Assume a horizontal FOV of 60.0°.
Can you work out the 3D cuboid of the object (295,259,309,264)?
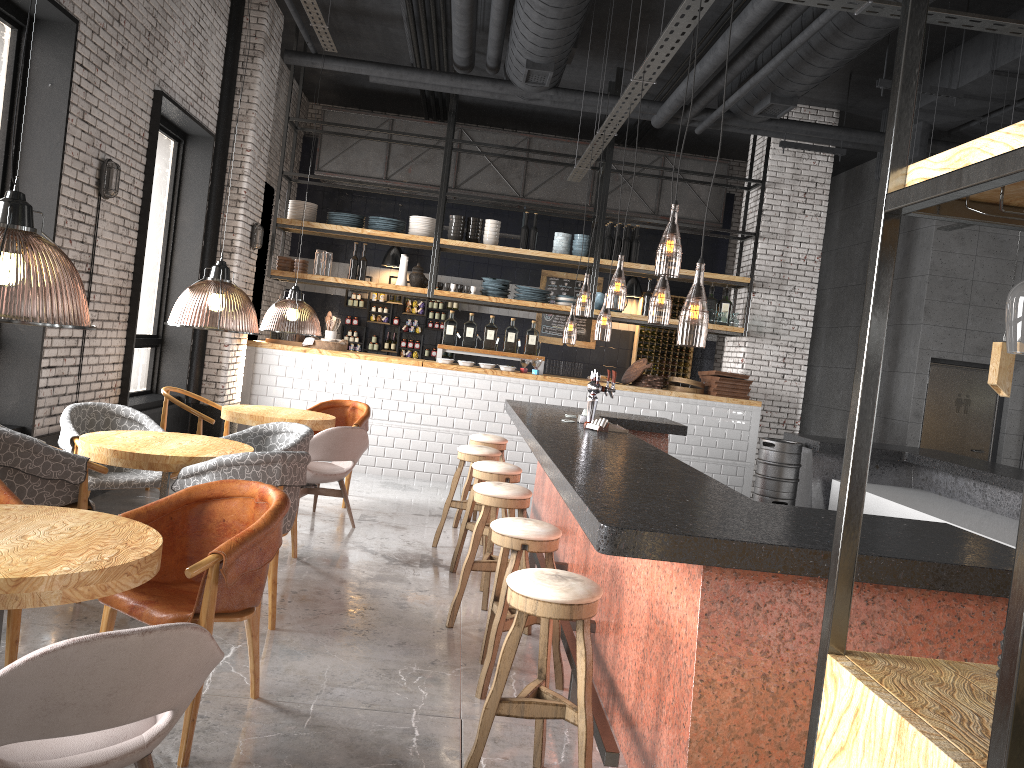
[{"bbox_3d":[-2.513,-1.453,10.570,0.157,0.053,0.168,7,2,1],"label":"object"}]

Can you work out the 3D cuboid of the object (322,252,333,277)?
[{"bbox_3d":[-2.188,-1.407,10.480,0.118,0.293,0.169,7,1,2],"label":"object"}]

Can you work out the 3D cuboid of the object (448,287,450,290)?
[{"bbox_3d":[-0.784,-1.149,10.667,0.072,0.097,0.072,8,2,28],"label":"object"}]

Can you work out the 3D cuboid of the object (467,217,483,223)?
[{"bbox_3d":[-0.445,-1.938,10.658,0.196,0.103,0.197,6,2,-28],"label":"object"}]

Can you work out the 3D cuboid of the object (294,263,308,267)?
[{"bbox_3d":[-2.518,-1.412,10.571,0.157,0.053,0.168,7,2,1],"label":"object"}]

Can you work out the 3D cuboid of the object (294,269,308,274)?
[{"bbox_3d":[-2.527,-1.331,10.573,0.157,0.053,0.168,7,2,1],"label":"object"}]

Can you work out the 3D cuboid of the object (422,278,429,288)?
[{"bbox_3d":[-1.113,-1.252,10.771,0.203,0.213,0.203,8,2,34],"label":"object"}]

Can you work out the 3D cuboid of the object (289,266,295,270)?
[{"bbox_3d":[-2.678,-1.399,10.670,0.157,0.053,0.168,7,2,-4],"label":"object"}]

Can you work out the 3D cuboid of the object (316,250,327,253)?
[{"bbox_3d":[-2.285,-1.439,10.619,0.126,0.313,0.179,8,2,29],"label":"object"}]

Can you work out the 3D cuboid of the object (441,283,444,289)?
[{"bbox_3d":[-0.854,-1.152,10.546,0.072,0.097,0.072,7,2,-4],"label":"object"}]

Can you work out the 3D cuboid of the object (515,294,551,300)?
[{"bbox_3d":[0.244,-1.043,10.715,0.454,0.050,0.454,8,2,17],"label":"object"}]

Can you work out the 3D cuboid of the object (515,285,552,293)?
[{"bbox_3d":[0.256,-1.137,10.713,0.453,0.062,0.454,7,2,12],"label":"object"}]

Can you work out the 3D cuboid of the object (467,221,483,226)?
[{"bbox_3d":[-0.451,-1.894,10.655,0.196,0.102,0.196,7,2,-10],"label":"object"}]

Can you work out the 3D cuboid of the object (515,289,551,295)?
[{"bbox_3d":[0.251,-1.113,10.712,0.454,0.048,0.453,8,3,23],"label":"object"}]

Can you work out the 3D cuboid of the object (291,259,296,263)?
[{"bbox_3d":[-2.669,-1.476,10.669,0.157,0.053,0.168,7,2,-4],"label":"object"}]

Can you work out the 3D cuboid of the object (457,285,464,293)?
[{"bbox_3d":[-0.612,-1.119,10.443,0.072,0.097,0.072,7,2,17],"label":"object"}]

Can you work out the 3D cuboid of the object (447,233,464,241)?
[{"bbox_3d":[-0.682,-1.743,10.649,0.196,0.102,0.196,7,2,9],"label":"object"}]

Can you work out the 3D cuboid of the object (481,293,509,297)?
[{"bbox_3d":[-0.208,-1.063,10.687,0.334,0.046,0.335,6,2,-18],"label":"object"}]

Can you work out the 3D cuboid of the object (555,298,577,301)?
[{"bbox_3d":[0.655,-1.014,10.739,0.263,0.028,0.263,8,3,24],"label":"object"}]

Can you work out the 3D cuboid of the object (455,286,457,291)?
[{"bbox_3d":[-0.713,-1.145,10.789,0.072,0.097,0.072,6,2,-15],"label":"object"}]

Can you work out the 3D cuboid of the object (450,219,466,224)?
[{"bbox_3d":[-0.655,-1.918,10.641,0.196,0.107,0.196,8,2,25],"label":"object"}]

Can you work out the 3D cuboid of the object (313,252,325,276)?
[{"bbox_3d":[-2.250,-1.399,10.369,0.107,0.264,0.152,7,2,24],"label":"object"}]

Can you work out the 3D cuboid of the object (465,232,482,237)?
[{"bbox_3d":[-0.467,-1.762,10.660,0.196,0.101,0.196,7,2,16],"label":"object"}]

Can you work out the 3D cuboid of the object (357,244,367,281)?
[{"bbox_3d":[-1.802,-1.462,10.734,0.098,0.471,0.098,6,1,-26],"label":"object"}]

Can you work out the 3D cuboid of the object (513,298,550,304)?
[{"bbox_3d":[0.237,-0.995,10.716,0.454,0.033,0.454,6,2,-21],"label":"object"}]

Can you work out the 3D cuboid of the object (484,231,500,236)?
[{"bbox_3d":[-0.248,-1.781,10.668,0.197,0.104,0.196,8,2,32],"label":"object"}]

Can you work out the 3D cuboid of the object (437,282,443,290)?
[{"bbox_3d":[-0.848,-1.147,10.429,0.072,0.097,0.072,7,2,19],"label":"object"}]

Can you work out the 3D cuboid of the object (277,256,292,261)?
[{"bbox_3d":[-2.670,-1.465,10.413,0.157,0.053,0.168,7,2,-4],"label":"object"}]

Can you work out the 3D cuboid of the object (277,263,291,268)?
[{"bbox_3d":[-2.679,-1.388,10.415,0.157,0.053,0.168,7,2,-4],"label":"object"}]

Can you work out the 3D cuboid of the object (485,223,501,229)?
[{"bbox_3d":[-0.238,-1.868,10.669,0.196,0.100,0.197,7,2,-7],"label":"object"}]

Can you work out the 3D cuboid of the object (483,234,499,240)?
[{"bbox_3d":[-0.256,-1.737,10.669,0.196,0.104,0.197,6,2,-28],"label":"object"}]

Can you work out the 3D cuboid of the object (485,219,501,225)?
[{"bbox_3d":[-0.233,-1.913,10.671,0.196,0.103,0.197,6,2,-26],"label":"object"}]

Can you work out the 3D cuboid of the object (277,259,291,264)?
[{"bbox_3d":[-2.675,-1.424,10.414,0.157,0.053,0.168,7,2,-4],"label":"object"}]

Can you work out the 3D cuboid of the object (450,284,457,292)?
[{"bbox_3d":[-0.693,-1.129,10.438,0.072,0.097,0.072,8,2,36],"label":"object"}]

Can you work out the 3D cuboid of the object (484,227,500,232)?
[{"bbox_3d":[-0.246,-1.825,10.673,0.196,0.103,0.196,7,2,13],"label":"object"}]

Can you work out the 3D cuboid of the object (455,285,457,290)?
[{"bbox_3d":[-0.700,-1.134,10.555,0.072,0.097,0.072,7,2,-2],"label":"object"}]

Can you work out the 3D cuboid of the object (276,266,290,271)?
[{"bbox_3d":[-2.684,-1.344,10.416,0.157,0.053,0.168,7,2,-4],"label":"object"}]

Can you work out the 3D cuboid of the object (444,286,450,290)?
[{"bbox_3d":[-0.778,-1.143,10.550,0.072,0.097,0.072,6,2,-17],"label":"object"}]

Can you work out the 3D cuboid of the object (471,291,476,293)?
[{"bbox_3d":[-0.464,-1.106,10.569,0.072,0.097,0.072,7,2,0],"label":"object"}]

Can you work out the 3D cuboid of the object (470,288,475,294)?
[{"bbox_3d":[-0.477,-1.117,10.803,0.072,0.097,0.072,7,2,-3],"label":"object"}]

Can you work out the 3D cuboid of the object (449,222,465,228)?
[{"bbox_3d":[-0.666,-1.874,10.645,0.196,0.100,0.197,5,3,-38],"label":"object"}]

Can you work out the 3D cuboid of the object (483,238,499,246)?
[{"bbox_3d":[-0.259,-1.693,10.669,0.196,0.105,0.196,6,2,-26],"label":"object"}]

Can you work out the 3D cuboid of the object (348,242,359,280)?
[{"bbox_3d":[-1.909,-1.475,10.728,0.098,0.471,0.098,6,1,-26],"label":"object"}]

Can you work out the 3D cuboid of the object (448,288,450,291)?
[{"bbox_3d":[-0.791,-1.154,10.784,0.072,0.097,0.072,7,2,15],"label":"object"}]

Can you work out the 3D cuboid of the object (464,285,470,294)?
[{"bbox_3d":[-0.535,-1.110,10.448,0.072,0.097,0.072,7,2,5],"label":"object"}]

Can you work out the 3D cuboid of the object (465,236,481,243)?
[{"bbox_3d":[-0.473,-1.718,10.663,0.197,0.104,0.196,8,2,33],"label":"object"}]

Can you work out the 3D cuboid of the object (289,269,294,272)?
[{"bbox_3d":[-2.684,-1.354,10.671,0.157,0.053,0.168,7,2,-4],"label":"object"}]

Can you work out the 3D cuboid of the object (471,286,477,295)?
[{"bbox_3d":[-0.457,-1.101,10.453,0.072,0.097,0.072,8,2,28],"label":"object"}]

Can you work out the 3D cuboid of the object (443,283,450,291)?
[{"bbox_3d":[-0.771,-1.138,10.433,0.072,0.097,0.072,7,2,18],"label":"object"}]

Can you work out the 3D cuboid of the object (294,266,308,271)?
[{"bbox_3d":[-2.522,-1.376,10.572,0.157,0.053,0.168,7,2,1],"label":"object"}]

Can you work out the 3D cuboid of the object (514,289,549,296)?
[{"bbox_3d":[0.250,-1.090,10.712,0.453,0.065,0.453,5,3,-41],"label":"object"}]

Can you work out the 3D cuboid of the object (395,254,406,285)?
[{"bbox_3d":[-1.327,-1.365,10.692,0.127,0.394,0.126,8,2,36],"label":"object"}]

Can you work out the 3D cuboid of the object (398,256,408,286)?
[{"bbox_3d":[-1.285,-1.337,10.545,0.132,0.360,0.127,7,1,22],"label":"object"}]

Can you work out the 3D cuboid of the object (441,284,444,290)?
[{"bbox_3d":[-0.861,-1.158,10.662,0.072,0.097,0.072,6,2,-16],"label":"object"}]

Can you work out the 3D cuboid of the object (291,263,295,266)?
[{"bbox_3d":[-2.674,-1.435,10.669,0.157,0.053,0.168,7,2,-4],"label":"object"}]

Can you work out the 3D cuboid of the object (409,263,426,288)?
[{"bbox_3d":[-1.127,-1.294,10.568,0.196,0.305,0.196,8,2,34],"label":"object"}]

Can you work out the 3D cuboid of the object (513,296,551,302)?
[{"bbox_3d":[0.239,-1.019,10.715,0.453,0.042,0.455,6,3,-29],"label":"object"}]

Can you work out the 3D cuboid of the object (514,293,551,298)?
[{"bbox_3d":[0.244,-1.067,10.713,0.455,0.062,0.452,9,3,41],"label":"object"}]

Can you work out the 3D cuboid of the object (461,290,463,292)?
[{"bbox_3d":[-0.625,-1.130,10.677,0.072,0.097,0.072,8,2,26],"label":"object"}]
